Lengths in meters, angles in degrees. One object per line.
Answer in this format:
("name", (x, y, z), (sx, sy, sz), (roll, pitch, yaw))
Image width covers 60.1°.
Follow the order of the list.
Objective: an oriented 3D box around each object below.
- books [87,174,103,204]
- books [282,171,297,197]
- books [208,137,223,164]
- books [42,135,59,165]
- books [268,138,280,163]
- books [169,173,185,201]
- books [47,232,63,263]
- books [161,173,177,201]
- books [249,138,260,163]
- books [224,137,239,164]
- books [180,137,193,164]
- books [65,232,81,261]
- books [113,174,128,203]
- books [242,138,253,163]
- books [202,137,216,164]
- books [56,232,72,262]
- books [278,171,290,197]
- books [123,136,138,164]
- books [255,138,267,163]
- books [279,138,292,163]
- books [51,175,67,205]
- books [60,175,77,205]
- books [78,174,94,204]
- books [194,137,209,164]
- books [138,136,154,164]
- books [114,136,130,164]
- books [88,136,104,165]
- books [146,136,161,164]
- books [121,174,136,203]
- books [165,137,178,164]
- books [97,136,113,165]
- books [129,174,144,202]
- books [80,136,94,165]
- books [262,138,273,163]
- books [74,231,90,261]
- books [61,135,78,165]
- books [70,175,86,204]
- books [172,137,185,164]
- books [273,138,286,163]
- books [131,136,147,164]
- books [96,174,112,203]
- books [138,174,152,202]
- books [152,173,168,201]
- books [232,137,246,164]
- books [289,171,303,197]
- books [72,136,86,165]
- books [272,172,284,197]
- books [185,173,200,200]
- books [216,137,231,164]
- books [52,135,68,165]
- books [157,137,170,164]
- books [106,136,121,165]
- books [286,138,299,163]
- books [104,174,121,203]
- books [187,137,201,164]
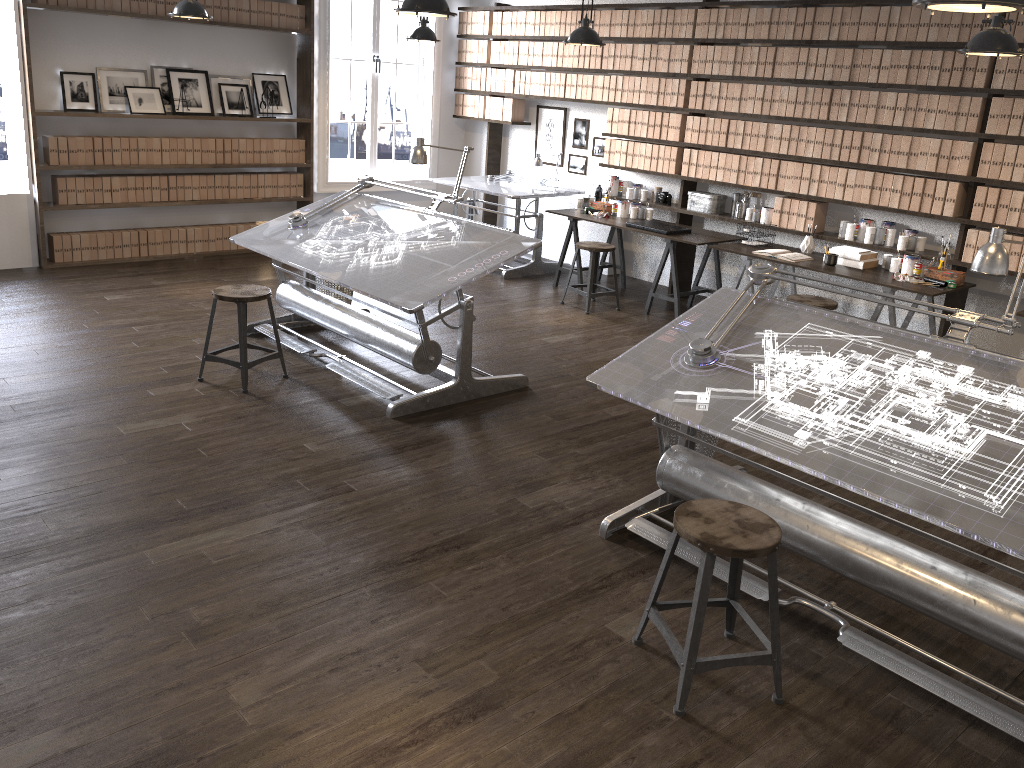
("books", (-3.545, -1.658, 7.528), (0.067, 0.222, 0.176), (-10, 22, -40))
("books", (-2.189, -1.965, 8.705), (0.067, 0.222, 0.176), (-10, 22, -40))
("books", (-2.721, -2.144, 8.136), (0.067, 0.222, 0.176), (-10, 22, -40))
("books", (-3.766, -1.907, 7.225), (0.067, 0.222, 0.176), (-10, 22, -40))
("books", (-2.301, -2.238, 8.496), (0.067, 0.222, 0.176), (-10, 22, -40))
("books", (-3.021, -1.778, 7.984), (0.067, 0.222, 0.176), (-10, 22, -40))
("books", (-3.837, -1.146, 7.439), (0.067, 0.222, 0.176), (-10, 22, -40))
("books", (-3.072, -1.764, 7.932), (0.067, 0.222, 0.176), (-10, 22, -40))
("books", (-2.450, -2.206, 8.370), (0.067, 0.222, 0.176), (-10, 22, -40))
("books", (-2.610, -2.170, 8.232), (0.067, 0.222, 0.176), (-10, 22, -40))
("books", (-2.932, -2.095, 7.949), (0.067, 0.222, 0.176), (-10, 22, -40))
("books", (-3.728, -1.168, 7.526), (0.067, 0.222, 0.176), (-10, 22, -40))
("books", (-3.391, -1.693, 7.661), (0.067, 0.222, 0.176), (-10, 22, -40))
("books", (-2.503, -2.194, 8.324), (0.067, 0.222, 0.176), (-10, 22, -40))
("books", (-2.777, -2.131, 8.085), (0.067, 0.222, 0.176), (-10, 22, -40))
("books", (-3.783, -1.157, 7.483), (0.067, 0.222, 0.176), (-10, 22, -40))
("books", (-2.242, -1.953, 8.659), (0.067, 0.222, 0.176), (-10, 22, -40))
("books", (-3.292, -2.015, 7.640), (0.067, 0.222, 0.176), (-10, 22, -40))
("books", (-2.396, -2.215, 8.410), (0.067, 0.222, 0.176), (-10, 22, -40))
("books", (-2.200, -2.262, 8.586), (0.067, 0.222, 0.176), (-10, 22, -40))
("books", (-3.754, -1.609, 7.339), (0.067, 0.222, 0.176), (-10, 22, -40))
("books", (-3.700, -1.621, 7.386), (0.067, 0.222, 0.176), (-10, 22, -40))
("books", (-3.598, -1.647, 7.484), (0.067, 0.222, 0.176), (-10, 22, -40))
("books", (-2.821, -2.119, 8.041), (0.067, 0.222, 0.176), (-10, 22, -40))
("books", (-3.191, -2.038, 7.726), (0.067, 0.222, 0.176), (-10, 22, -40))
("books", (-3.345, -2.003, 7.594), (0.067, 0.222, 0.176), (-10, 22, -40))
("books", (-3.504, -1.965, 7.449), (0.067, 0.222, 0.176), (-10, 22, -40))
("books", (-3.143, -2.048, 7.766), (0.067, 0.222, 0.176), (-10, 22, -40))
("books", (-3.338, -1.703, 7.701), (0.067, 0.222, 0.176), (-10, 22, -40))
("books", (-3.037, -2.072, 7.860), (0.067, 0.222, 0.176), (-10, 22, -40))
("books", (-3.452, -1.979, 7.502), (0.067, 0.222, 0.176), (-10, 22, -40))
("books", (-3.291, -1.716, 7.749), (0.067, 0.222, 0.176), (-10, 22, -40))
("books", (-3.564, -1.954, 7.405), (0.067, 0.222, 0.176), (-10, 22, -40))
("books", (-2.349, -2.228, 8.456), (0.067, 0.222, 0.176), (-10, 22, -40))
("books", (-3.675, -1.181, 7.574), (0.067, 0.222, 0.176), (-10, 22, -40))
("books", (-3.655, -1.930, 7.317), (0.067, 0.222, 0.176), (-10, 22, -40))
("books", (-3.648, -1.634, 7.436), (0.067, 0.222, 0.176), (-10, 22, -40))
("books", (-2.986, -2.085, 7.906), (0.067, 0.222, 0.176), (-10, 22, -40))
("books", (-2.250, -2.249, 8.538), (0.067, 0.222, 0.176), (-10, 22, -40))
("books", (-3.238, -2.025, 7.679), (0.067, 0.222, 0.176), (-10, 22, -40))
("books", (-3.490, -1.669, 7.571), (0.067, 0.222, 0.176), (-10, 22, -40))
("books", (-3.238, -1.728, 7.795), (0.067, 0.222, 0.176), (-10, 22, -40))
("books", (-3.132, -1.752, 7.888), (0.067, 0.222, 0.176), (-10, 22, -40))
("books", (-2.553, -2.180, 8.275), (0.067, 0.222, 0.176), (-10, 22, -40))
("books", (-2.133, -1.976, 8.748), (0.067, 0.222, 0.176), (-10, 22, -40))
("books", (-3.611, -1.942, 7.361), (0.067, 0.222, 0.176), (-10, 22, -40))
("books", (-2.289, -1.940, 8.611), (0.067, 0.222, 0.176), (-10, 22, -40))
("books", (-2.915, -1.800, 8.072), (0.067, 0.222, 0.176), (-10, 22, -40))
("books", (-2.662, -2.155, 8.180), (0.067, 0.222, 0.176), (-10, 22, -40))
("books", (-3.710, -1.918, 7.270), (0.067, 0.222, 0.176), (-10, 22, -40))
("books", (-3.087, -2.059, 7.811), (0.067, 0.222, 0.176), (-10, 22, -40))
("books", (-3.396, -1.990, 7.545), (0.067, 0.222, 0.176), (-10, 22, -40))
("books", (-2.149, -2.274, 8.633), (0.067, 0.222, 0.176), (-10, 22, -40))
("books", (-3.437, -1.682, 7.619), (0.067, 0.222, 0.176), (-10, 22, -40))
("books", (-2.875, -2.107, 7.994), (0.067, 0.222, 0.176), (-10, 22, -40))
